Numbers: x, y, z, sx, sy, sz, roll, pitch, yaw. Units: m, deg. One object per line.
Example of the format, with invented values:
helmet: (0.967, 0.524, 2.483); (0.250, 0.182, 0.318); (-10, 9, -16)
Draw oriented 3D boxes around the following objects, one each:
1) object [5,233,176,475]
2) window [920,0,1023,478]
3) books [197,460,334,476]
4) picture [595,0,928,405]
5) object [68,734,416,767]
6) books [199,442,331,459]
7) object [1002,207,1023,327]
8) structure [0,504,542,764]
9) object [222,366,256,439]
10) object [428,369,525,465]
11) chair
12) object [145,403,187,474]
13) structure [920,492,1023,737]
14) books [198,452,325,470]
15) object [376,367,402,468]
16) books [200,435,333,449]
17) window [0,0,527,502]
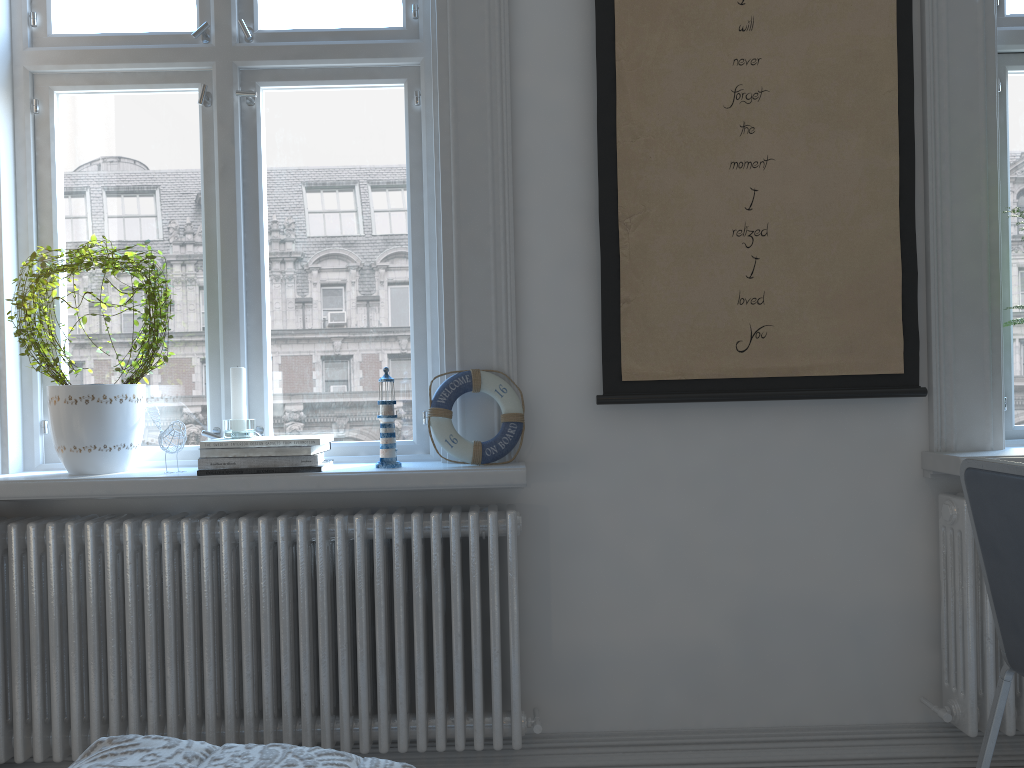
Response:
object: (-1.001, -0.074, 2.131); (0.385, 0.574, 0.216); (-1, 0, -20)
window: (-8.778, -2.093, 15.142); (25.642, 15.022, 26.544); (-1, 0, 0)
books: (-0.570, 0.196, 2.082); (0.272, 0.013, 0.219); (-1, -1, -4)
picture: (0.582, -0.616, 2.121); (0.793, 1.313, 0.057); (-1, 0, 0)
object: (-0.224, 0.363, 0.134); (0.405, 0.104, 1.460); (-1, -1, -1)
books: (-0.575, 0.154, 2.088); (0.253, 0.022, 0.207); (-1, -1, 0)
object: (1.327, -0.127, 2.105); (0.305, 0.564, 0.414); (-1, 0, 34)
structure: (-0.689, 0.577, 2.101); (1.505, 0.547, 0.195); (-1, 0, 0)
object: (-0.645, 0.043, 2.092); (0.074, 0.173, 0.074); (-1, 0, 45)
object: (-0.082, 0.077, 2.083); (0.236, 0.227, 0.079); (-1, 0, -15)
chair: (1.007, 0.508, 1.264); (0.524, 0.797, 0.562); (-1, 0, 0)
object: (-0.818, 0.126, 2.097); (0.059, 0.165, 0.196); (-2, 0, -41)
structure: (1.739, 0.518, 2.120); (1.505, 0.547, 0.195); (-1, 0, 0)
books: (-0.583, 0.178, 2.095); (0.262, 0.025, 0.207); (-1, -1, -7)
object: (-0.290, 0.077, 2.066); (0.059, 0.235, 0.060); (-1, 1, 42)
books: (-0.571, 0.135, 2.088); (0.269, 0.015, 0.203); (-1, -1, -3)
window: (-3.996, -0.692, 3.853); (7.979, 7.010, 11.966); (-1, 0, 0)
